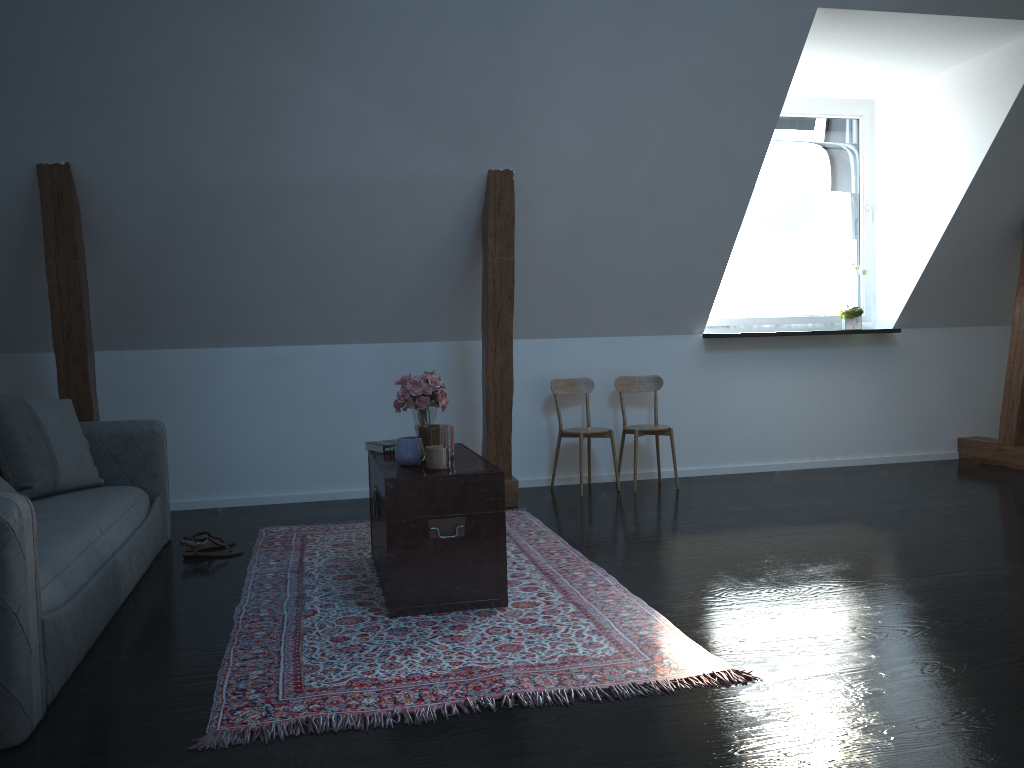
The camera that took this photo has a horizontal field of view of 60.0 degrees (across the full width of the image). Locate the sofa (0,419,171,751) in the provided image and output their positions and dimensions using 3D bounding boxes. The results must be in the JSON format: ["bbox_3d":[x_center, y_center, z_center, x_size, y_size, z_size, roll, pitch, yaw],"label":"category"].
[{"bbox_3d":[-1.996,0.472,3.183,1.107,0.770,2.458,-2,3,-13],"label":"sofa"}]

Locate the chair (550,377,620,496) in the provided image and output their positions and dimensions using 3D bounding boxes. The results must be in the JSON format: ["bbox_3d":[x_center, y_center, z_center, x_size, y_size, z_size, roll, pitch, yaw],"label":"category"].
[{"bbox_3d":[0.448,0.315,5.524,0.329,0.696,0.342,-3,3,-30],"label":"chair"}]

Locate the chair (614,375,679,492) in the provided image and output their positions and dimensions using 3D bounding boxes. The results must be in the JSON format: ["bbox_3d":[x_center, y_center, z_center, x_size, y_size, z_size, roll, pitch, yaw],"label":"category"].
[{"bbox_3d":[0.846,0.300,5.593,0.329,0.696,0.342,-2,3,-11],"label":"chair"}]

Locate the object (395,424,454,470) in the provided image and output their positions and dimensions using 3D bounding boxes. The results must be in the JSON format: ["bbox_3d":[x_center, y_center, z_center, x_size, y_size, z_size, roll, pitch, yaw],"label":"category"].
[{"bbox_3d":[-0.339,0.239,3.434,0.215,0.138,0.413,-2,3,-1],"label":"object"}]

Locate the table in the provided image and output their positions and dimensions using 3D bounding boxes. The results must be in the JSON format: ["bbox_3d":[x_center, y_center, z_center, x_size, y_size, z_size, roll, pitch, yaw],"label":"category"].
[{"bbox_3d":[-0.320,0.540,3.570,0.471,0.492,0.962,-2,3,-13],"label":"table"}]

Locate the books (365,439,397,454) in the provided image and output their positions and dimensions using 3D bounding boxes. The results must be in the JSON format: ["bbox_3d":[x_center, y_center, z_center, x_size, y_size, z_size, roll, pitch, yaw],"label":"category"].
[{"bbox_3d":[-0.496,0.269,3.895,0.243,0.034,0.179,-4,4,-35],"label":"books"}]

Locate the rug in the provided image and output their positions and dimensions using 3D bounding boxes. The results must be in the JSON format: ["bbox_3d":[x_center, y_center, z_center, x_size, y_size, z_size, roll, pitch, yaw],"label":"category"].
[{"bbox_3d":[-0.328,0.782,3.550,1.512,0.029,2.647,-2,3,-13],"label":"rug"}]

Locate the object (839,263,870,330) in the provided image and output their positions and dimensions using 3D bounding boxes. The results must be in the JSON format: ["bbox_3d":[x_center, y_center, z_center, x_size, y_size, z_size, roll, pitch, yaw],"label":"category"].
[{"bbox_3d":[2.370,-0.605,6.129,0.131,0.461,0.309,-1,3,6],"label":"object"}]

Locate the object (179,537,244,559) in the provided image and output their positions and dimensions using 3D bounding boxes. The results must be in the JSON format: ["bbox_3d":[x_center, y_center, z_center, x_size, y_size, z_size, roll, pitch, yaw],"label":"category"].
[{"bbox_3d":[-1.375,0.745,4.068,0.277,0.090,0.101,-3,3,-24],"label":"object"}]

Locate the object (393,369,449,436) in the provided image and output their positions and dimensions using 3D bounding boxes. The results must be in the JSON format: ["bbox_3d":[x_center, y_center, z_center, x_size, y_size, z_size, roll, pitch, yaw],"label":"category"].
[{"bbox_3d":[-0.389,0.114,3.781,0.234,0.351,0.235,1,4,37],"label":"object"}]

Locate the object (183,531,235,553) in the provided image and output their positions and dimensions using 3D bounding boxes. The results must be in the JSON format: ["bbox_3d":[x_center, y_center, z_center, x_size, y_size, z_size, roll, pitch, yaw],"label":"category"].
[{"bbox_3d":[-1.442,0.739,4.214,0.101,0.090,0.277,0,4,34],"label":"object"}]

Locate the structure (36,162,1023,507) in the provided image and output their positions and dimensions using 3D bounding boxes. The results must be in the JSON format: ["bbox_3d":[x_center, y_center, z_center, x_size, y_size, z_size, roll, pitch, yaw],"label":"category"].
[{"bbox_3d":[3.617,-0.426,6.160,12.350,1.963,1.023,-2,3,-13],"label":"structure"}]

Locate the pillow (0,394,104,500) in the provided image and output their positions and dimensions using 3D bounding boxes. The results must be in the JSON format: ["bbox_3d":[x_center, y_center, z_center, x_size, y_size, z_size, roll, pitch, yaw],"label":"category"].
[{"bbox_3d":[-1.911,0.291,3.215,0.444,0.515,2.075,-2,3,-13],"label":"pillow"}]

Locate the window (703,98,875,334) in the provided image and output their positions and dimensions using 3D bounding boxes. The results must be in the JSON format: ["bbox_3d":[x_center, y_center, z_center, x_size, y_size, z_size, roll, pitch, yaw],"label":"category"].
[{"bbox_3d":[4.246,-2.423,3.733,8.018,4.249,5.959,-2,3,-13],"label":"window"}]
